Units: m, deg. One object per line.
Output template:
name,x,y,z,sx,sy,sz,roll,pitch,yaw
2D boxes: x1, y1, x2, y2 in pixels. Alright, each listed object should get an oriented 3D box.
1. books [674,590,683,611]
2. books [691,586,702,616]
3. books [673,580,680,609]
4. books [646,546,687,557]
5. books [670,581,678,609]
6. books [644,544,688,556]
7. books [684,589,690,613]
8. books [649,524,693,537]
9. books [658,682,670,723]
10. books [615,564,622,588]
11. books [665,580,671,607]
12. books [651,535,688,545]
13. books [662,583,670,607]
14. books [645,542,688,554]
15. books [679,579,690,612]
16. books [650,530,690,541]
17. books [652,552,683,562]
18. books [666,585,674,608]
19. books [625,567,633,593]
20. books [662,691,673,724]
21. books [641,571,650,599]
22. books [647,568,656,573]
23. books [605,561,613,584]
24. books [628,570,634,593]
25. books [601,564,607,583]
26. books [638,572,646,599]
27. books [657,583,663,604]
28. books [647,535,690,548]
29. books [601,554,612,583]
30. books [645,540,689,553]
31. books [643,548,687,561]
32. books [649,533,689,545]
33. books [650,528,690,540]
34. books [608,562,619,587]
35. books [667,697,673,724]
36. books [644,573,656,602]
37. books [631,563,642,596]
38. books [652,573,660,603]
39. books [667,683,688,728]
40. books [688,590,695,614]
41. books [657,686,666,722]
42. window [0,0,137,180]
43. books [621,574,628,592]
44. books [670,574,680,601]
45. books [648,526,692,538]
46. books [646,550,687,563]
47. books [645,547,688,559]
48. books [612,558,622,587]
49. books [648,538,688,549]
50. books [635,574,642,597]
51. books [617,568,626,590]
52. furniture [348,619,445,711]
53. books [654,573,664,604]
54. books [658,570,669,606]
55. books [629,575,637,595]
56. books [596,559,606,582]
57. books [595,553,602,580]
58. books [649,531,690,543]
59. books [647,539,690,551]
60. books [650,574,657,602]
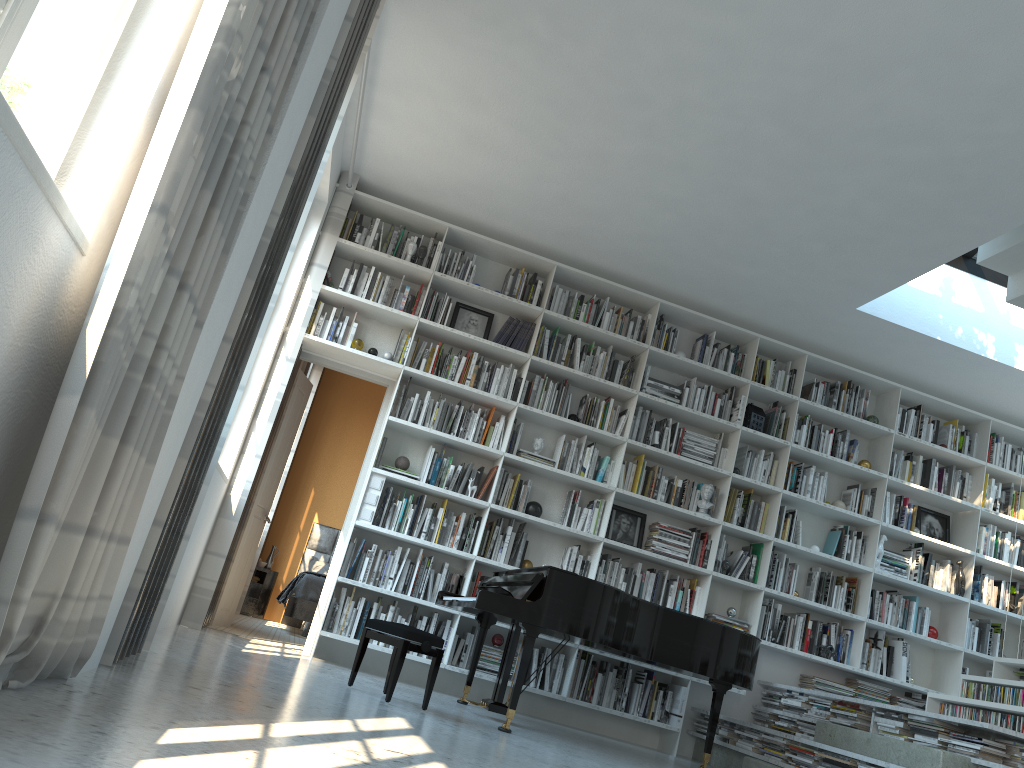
books,1.173,1.584,6.402,0.023,0.182,0.169,18,-16,-9
books,1.303,1.594,6.428,0.033,0.245,0.176,18,-16,-9
books,1.160,1.550,6.432,0.014,0.255,0.145,18,-16,-9
books,1.126,1.227,6.482,0.254,0.012,0.161,20,-17,-14
books,1.131,1.545,6.405,0.023,0.234,0.175,18,-16,-9
books,1.127,1.219,6.496,0.285,0.012,0.160,18,-17,-9
books,1.242,1.592,6.418,0.042,0.211,0.169,18,-16,-9
books,1.167,1.083,6.524,0.285,0.012,0.160,20,-17,-14
books,1.041,2.235,6.231,0.013,0.255,0.177,18,-16,-9
books,0.726,1.412,6.355,0.021,0.243,0.142,18,-16,-9
books,1.089,1.535,6.410,0.014,0.234,0.154,18,-16,-9
books,1.147,1.151,6.509,0.254,0.012,0.161,17,-16,-6
books,1.070,1.539,6.393,0.024,0.206,0.183,18,-16,-9
books,1.130,1.208,6.497,0.285,0.012,0.160,18,-16,-8
books,1.215,1.556,6.431,0.026,0.271,0.175,18,-16,-9
books,1.157,1.117,6.519,0.254,0.012,0.161,19,-17,-12
books,1.112,1.273,6.475,0.254,0.012,0.161,18,-16,-7
books,1.105,1.552,6.397,0.023,0.204,0.167,18,-16,-9
books,0.801,1.434,6.348,0.029,0.237,0.166,18,-16,-9
books,1.057,2.258,6.223,0.029,0.217,0.191,18,-16,-9
books,0.932,1.477,6.399,0.025,0.254,0.136,18,-16,-9
books,0.980,1.476,6.408,0.014,0.285,0.135,18,-16,-9
books,0.667,1.392,6.347,0.024,0.247,0.132,18,-16,-9
books,0.818,1.447,6.360,0.013,0.229,0.139,18,-16,-9
books,0.617,1.391,6.323,0.024,0.207,0.170,18,-16,-9
books,0.907,1.473,6.378,0.031,0.236,0.159,18,-16,-9
books,1.034,1.533,6.399,0.021,0.202,0.128,18,-16,-9
books,1.145,1.161,6.501,0.285,0.012,0.160,17,-16,-4
books,0.647,1.365,6.355,0.027,0.289,0.141,18,-16,-9
books,1.134,1.196,6.498,0.285,0.012,0.160,18,-16,-7
books,1.118,1.251,6.484,0.285,0.012,0.160,19,-17,-10
books,1.150,1.140,6.512,0.254,0.012,0.161,19,-17,-12
books,1.160,1.105,6.520,0.254,0.012,0.161,19,-17,-13
books,0.695,1.396,6.335,0.027,0.245,0.179,18,-16,-9
books,1.074,2.285,6.234,0.023,0.181,0.149,18,-16,-9
books,0.961,1.484,6.377,0.026,0.244,0.191,18,-16,-9
books,0.866,1.432,6.376,0.026,0.291,0.152,18,-16,-9
books,1.002,1.491,6.392,0.010,0.260,0.181,18,-16,-9
books,1.129,2.239,6.186,0.038,0.268,0.278,18,-16,-9
books,1.267,1.598,6.424,0.011,0.216,0.166,18,-16,-9
books,1.016,2.244,6.232,0.028,0.227,0.162,18,-16,-9
window,-15.498,-11.025,9.453,32.815,18.481,18.583,17,-16,-5
books,0.769,1.449,6.329,0.029,0.183,0.175,18,-16,-9
books,1.153,1.526,6.427,0.014,0.293,0.137,18,-16,-9
books,1.162,1.095,6.527,0.285,0.012,0.160,18,-16,-7
books,1.117,1.260,6.472,0.285,0.012,0.160,20,-17,-14
books,1.123,1.238,6.478,0.285,0.012,0.160,17,-16,-4
books,0.719,1.385,6.340,0.013,0.281,0.166,18,-16,-9
books,1.142,1.173,6.498,0.254,0.012,0.161,20,-17,-14
books,0.878,1.474,6.378,0.025,0.220,0.140,18,-16,-9
books,0.748,1.426,6.334,0.023,0.217,0.175,18,-16,-9
furniture,-0.563,1.352,4.327,0.240,0.352,0.467,26,-19,-33
books,1.022,1.494,6.389,0.028,0.263,0.162,18,-16,-9
books,1.064,1.493,6.404,0.012,0.295,0.178,18,-16,-9
books,0.833,1.465,6.346,0.023,0.196,0.165,18,-16,-9
books,0.599,1.369,6.311,0.027,0.233,0.168,18,-16,-9
books,0.584,1.346,6.324,0.011,0.274,0.146,18,-16,-9
books,1.154,1.128,6.513,0.254,0.012,0.161,19,-17,-13
books,1.139,1.183,6.494,0.285,0.012,0.160,17,-16,-4
books,0.989,1.495,6.399,0.011,0.251,0.158,18,-16,-9
